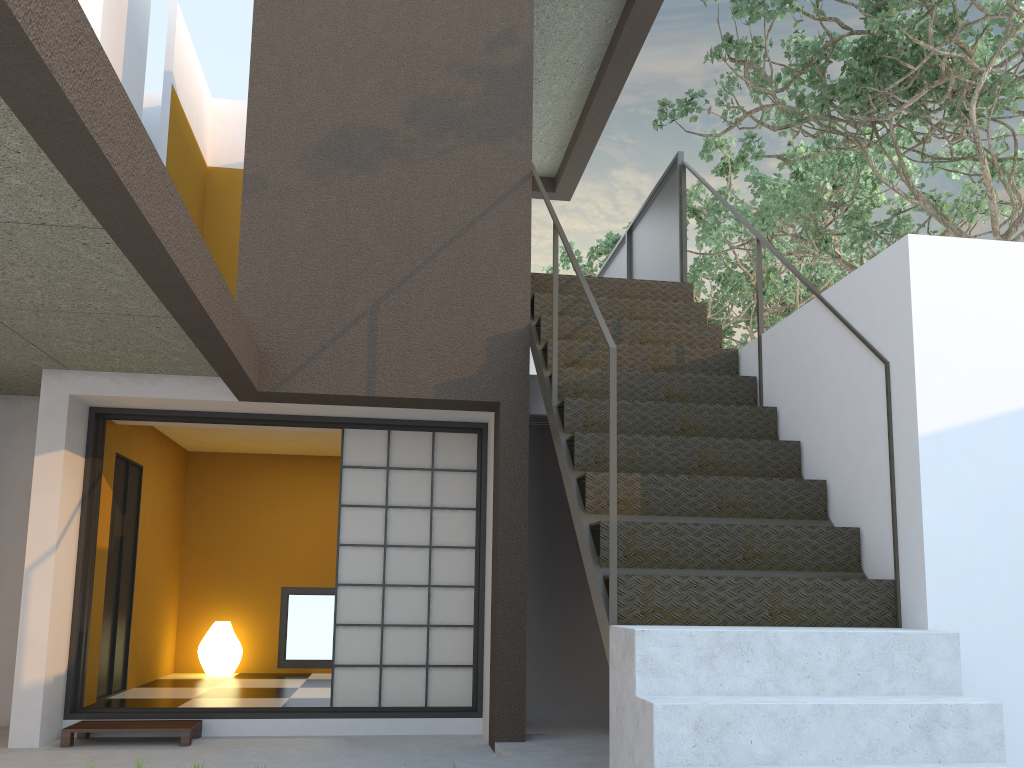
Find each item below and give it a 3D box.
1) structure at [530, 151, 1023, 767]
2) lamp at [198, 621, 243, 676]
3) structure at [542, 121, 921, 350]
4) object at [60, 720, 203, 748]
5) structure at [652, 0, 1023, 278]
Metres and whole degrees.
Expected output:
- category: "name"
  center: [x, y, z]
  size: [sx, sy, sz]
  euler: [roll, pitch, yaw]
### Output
- category: "structure"
  center: [0.626, 0.234, 5.776]
  size: [1.159, 3.889, 6.651]
  euler: [2, -12, -8]
- category: "lamp"
  center: [-2.639, 2.404, 7.991]
  size: [0.387, 0.493, 0.400]
  euler: [4, -11, -19]
- category: "structure"
  center: [3.207, -0.396, 12.513]
  size: [5.531, 4.638, 7.386]
  euler: [7, -13, -27]
- category: "object"
  center: [-2.233, 2.064, 5.220]
  size: [0.703, 0.099, 0.355]
  euler: [3, -13, -8]
- category: "structure"
  center: [3.534, -1.819, 5.955]
  size: [4.352, 3.649, 5.812]
  euler: [7, -13, -27]
